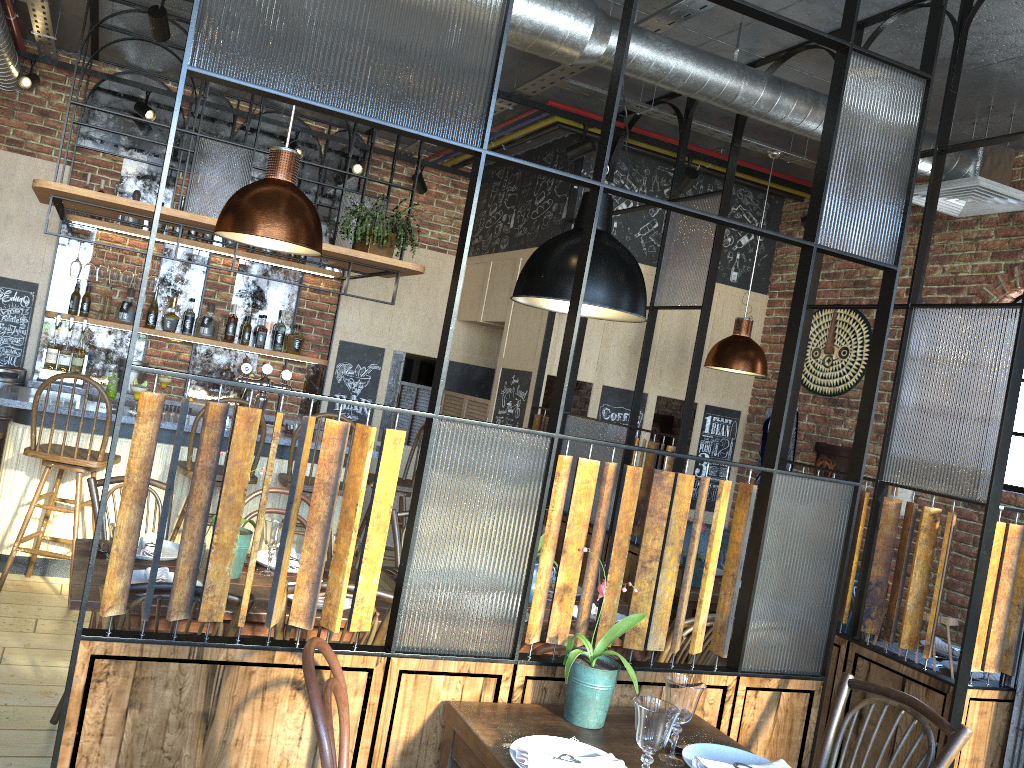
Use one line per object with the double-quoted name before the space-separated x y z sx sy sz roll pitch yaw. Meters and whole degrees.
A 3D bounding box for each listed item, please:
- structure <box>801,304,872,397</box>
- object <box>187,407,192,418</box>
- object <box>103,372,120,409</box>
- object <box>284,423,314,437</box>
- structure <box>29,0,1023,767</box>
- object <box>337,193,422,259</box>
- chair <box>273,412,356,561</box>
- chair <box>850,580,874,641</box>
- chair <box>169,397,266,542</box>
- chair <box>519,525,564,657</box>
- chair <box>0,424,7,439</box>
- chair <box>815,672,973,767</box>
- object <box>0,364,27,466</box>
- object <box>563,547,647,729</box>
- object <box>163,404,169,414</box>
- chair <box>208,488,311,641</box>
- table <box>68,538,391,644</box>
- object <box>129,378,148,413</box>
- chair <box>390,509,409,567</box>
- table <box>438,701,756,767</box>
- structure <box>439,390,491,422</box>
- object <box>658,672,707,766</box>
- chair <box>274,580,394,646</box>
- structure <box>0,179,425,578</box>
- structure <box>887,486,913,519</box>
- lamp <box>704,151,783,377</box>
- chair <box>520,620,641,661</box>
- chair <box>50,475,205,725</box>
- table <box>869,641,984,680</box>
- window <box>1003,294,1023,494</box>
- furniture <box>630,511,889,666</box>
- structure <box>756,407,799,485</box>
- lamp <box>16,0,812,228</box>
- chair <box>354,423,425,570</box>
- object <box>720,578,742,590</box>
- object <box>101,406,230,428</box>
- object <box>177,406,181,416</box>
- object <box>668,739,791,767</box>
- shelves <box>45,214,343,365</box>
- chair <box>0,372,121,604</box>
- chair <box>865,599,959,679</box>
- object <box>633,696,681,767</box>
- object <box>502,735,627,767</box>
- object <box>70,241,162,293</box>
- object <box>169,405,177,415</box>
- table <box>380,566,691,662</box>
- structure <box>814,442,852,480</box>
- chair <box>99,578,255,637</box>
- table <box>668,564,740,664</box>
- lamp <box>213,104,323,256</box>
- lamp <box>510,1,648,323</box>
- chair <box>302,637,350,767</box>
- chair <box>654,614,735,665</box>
"structure" 2.106 -0.226 5.838 0.076 0.619 0.687 10 0 -27
"object" -2.023 0.178 5.500 0.041 0.059 0.043 10 0 -13
"object" -2.361 0.036 5.193 0.065 0.211 0.072 11 -1 -41
"object" -1.353 0.284 5.634 0.095 0.091 0.169 10 0 41
"structure" -1.282 -0.356 4.015 5.570 3.326 6.322 10 0 -40
"object" -0.783 -0.973 5.553 0.636 0.369 0.474 10 0 44
"chair" -1.196 0.745 5.246 0.422 1.195 0.424 10 -1 -19
"chair" 1.732 1.408 3.979 0.545 0.915 0.387 10 -1 31
"chair" -1.720 0.650 5.037 0.417 1.195 0.429 11 -1 -30
"chair" 0.006 1.095 3.879 0.394 0.915 0.536 10 -1 -19
"chair" -3.124 0.395 5.020 0.398 1.195 0.450 10 -1 -25
"chair" 0.743 1.225 2.203 0.501 0.915 0.421 10 -1 -29
"object" -3.647 0.379 6.089 0.407 1.035 0.391 10 -1 12
"object" 0.232 0.647 2.234 0.212 0.426 0.136 10 -1 11
"object" -2.144 0.156 5.443 0.040 0.059 0.044 11 -1 -34
"chair" -1.003 0.912 3.524 0.434 0.921 0.555 10 0 -7
"table" -1.000 1.011 2.970 0.996 0.727 0.753 10 0 -23
"object" -2.222 0.068 5.229 0.107 0.197 0.105 10 0 4
"chair" -0.342 1.032 3.686 0.391 0.915 0.540 10 -1 -24
"table" 0.266 1.238 1.985 0.725 0.727 0.776 10 0 -24
"structure" -2.005 0.291 5.434 1.332 0.994 4.760 10 0 41
"object" 0.392 0.794 2.082 0.103 0.192 0.093 10 -1 42
"chair" -0.630 0.978 2.644 0.394 0.915 0.536 10 -1 -19
"structure" -2.120 0.079 5.940 2.260 2.174 1.800 10 0 -23
"structure" 2.335 0.228 5.150 0.090 1.120 0.240 10 -1 -25
"lamp" 1.456 -0.731 5.287 0.353 1.335 0.384 11 -1 -31
"chair" 0.085 1.107 2.718 0.434 0.921 0.555 10 0 -7
"chair" -1.379 0.844 3.285 0.547 0.915 0.385 10 -1 41
"table" 1.944 1.545 3.561 0.725 0.727 0.776 10 0 -24
"window" 2.068 -0.111 0.507 3.593 2.430 8.157 10 0 32
"furniture" 1.161 1.358 5.549 1.441 0.822 1.493 10 0 -24
"structure" 1.823 0.446 6.138 0.110 0.559 0.335 10 -1 -25
"lamp" -0.602 -1.645 3.755 6.983 0.274 6.480 10 0 -23
"chair" -0.832 0.812 5.935 0.403 1.195 0.444 10 -1 -15
"object" 1.391 1.179 5.164 0.261 0.051 0.335 10 0 -21
"object" -2.046 0.150 5.262 0.742 0.106 0.207 10 0 -22
"object" -2.065 0.170 5.483 0.040 0.059 0.044 11 -1 -34
"object" 0.524 0.890 2.054 0.261 0.051 0.335 10 0 -21
"shelves" -2.427 -0.701 6.865 2.048 0.746 0.624 10 0 -22
"chair" -2.382 0.529 4.737 0.433 1.195 0.415 10 -1 -4
"chair" 1.497 1.326 3.297 0.430 1.006 0.561 11 -1 -37
"object" 0.290 0.775 1.868 0.102 0.192 0.095 10 -1 24
"object" 0.135 0.819 1.885 0.261 0.051 0.335 10 0 -21
"object" -2.330 -0.687 5.191 0.481 0.208 0.068 10 -1 -22
"object" -2.109 0.162 5.476 0.040 0.059 0.044 11 -1 -34
"table" 0.003 1.193 3.371 0.996 0.727 0.753 10 0 -23
"structure" 2.006 0.709 5.630 0.154 0.655 0.269 10 -1 -24
"chair" -0.973 0.915 2.363 0.394 0.915 0.536 10 -1 -19
"table" 1.052 1.450 5.237 0.719 0.603 0.769 10 0 -24
"lamp" -0.701 -1.126 2.972 0.386 1.335 0.350 10 -1 39
"lamp" 0.372 -0.936 3.397 0.521 1.326 0.538 10 -1 -11
"chair" -0.250 1.045 1.858 0.550 0.921 0.438 10 -1 -1
"chair" 0.411 1.167 3.056 0.386 0.915 0.546 11 -1 -39
